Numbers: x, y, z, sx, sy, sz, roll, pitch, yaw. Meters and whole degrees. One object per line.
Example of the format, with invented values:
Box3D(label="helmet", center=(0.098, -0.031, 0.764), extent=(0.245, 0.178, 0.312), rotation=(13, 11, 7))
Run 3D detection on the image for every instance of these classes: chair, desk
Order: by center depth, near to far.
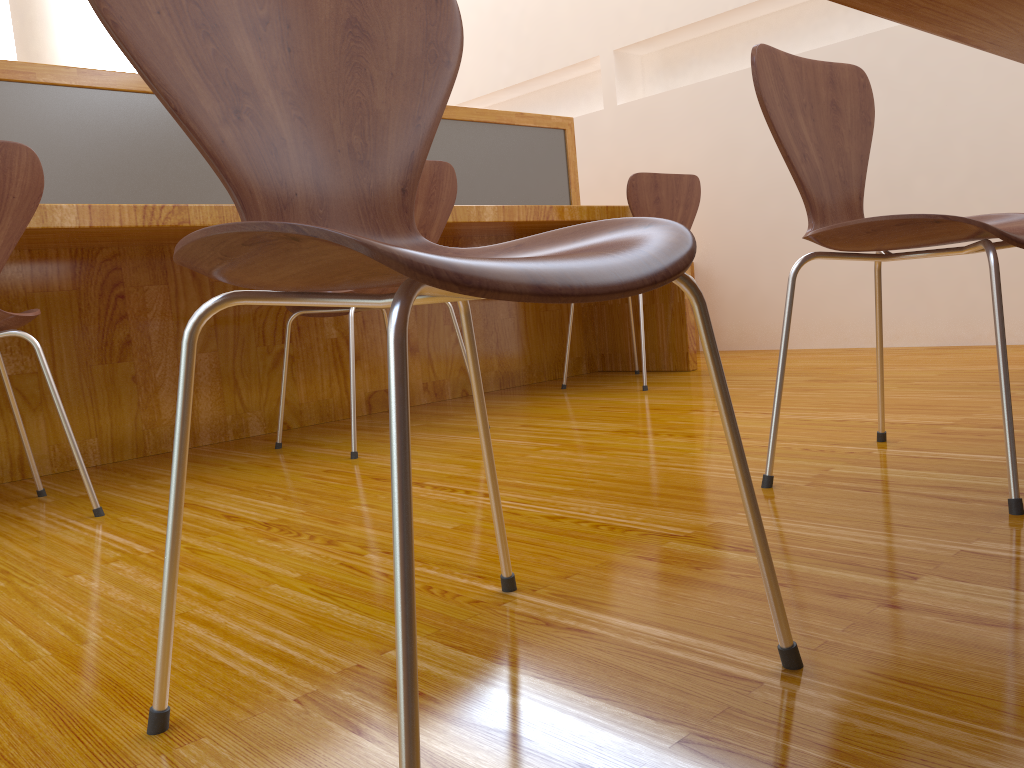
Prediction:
Box3D(label="desk", center=(1.273, -0.057, 0.645), extent=(3.243, 0.785, 1.527), rotation=(-10, 8, -42))
Box3D(label="chair", center=(-0.061, -0.072, 0.726), extent=(0.428, 0.693, 0.381), rotation=(-10, 8, -42))
Box3D(label="chair", center=(0.645, -0.202, 1.381), extent=(0.428, 0.693, 0.381), rotation=(-10, 8, -42))
Box3D(label="chair", center=(-1.072, -0.064, 1.617), extent=(0.428, 0.693, 0.381), rotation=(-10, 8, -42))
Box3D(label="chair", center=(-0.367, -0.194, 2.273), extent=(0.428, 0.693, 0.381), rotation=(-10, 8, -42))
Box3D(label="desk", center=(-0.944, -0.351, 2.634), extent=(3.216, 1.022, 1.248), rotation=(-10, 8, -42))
Box3D(label="chair", center=(0.419, -0.345, 3.055), extent=(0.428, 0.693, 0.381), rotation=(-10, 8, -42))
